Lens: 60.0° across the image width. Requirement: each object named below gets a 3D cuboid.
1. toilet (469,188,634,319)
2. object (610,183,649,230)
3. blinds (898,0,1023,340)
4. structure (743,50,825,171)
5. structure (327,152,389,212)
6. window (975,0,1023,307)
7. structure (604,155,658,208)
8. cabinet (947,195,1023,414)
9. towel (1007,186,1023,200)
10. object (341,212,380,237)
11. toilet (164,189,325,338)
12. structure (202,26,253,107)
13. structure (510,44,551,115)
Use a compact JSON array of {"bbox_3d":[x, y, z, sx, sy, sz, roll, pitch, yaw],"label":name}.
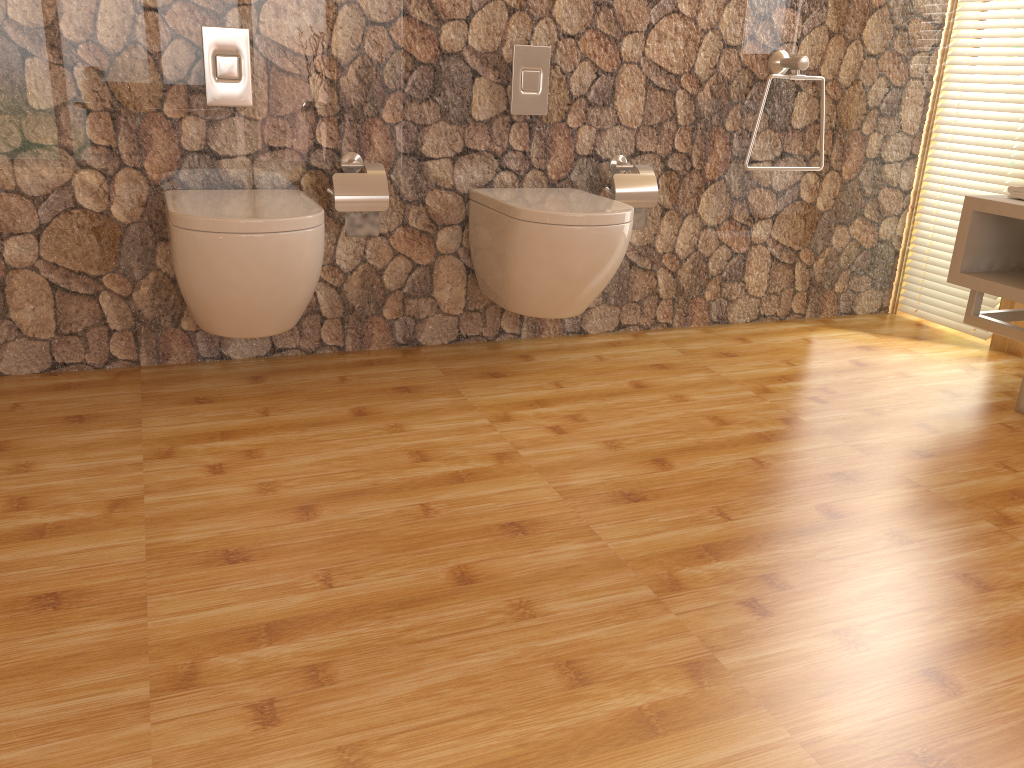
[{"bbox_3d":[0.125,-0.379,2.645,0.371,0.337,0.507,-5,21,-21],"label":"toilet"},{"bbox_3d":[0.377,-0.577,2.858,0.098,0.151,0.090,-5,21,-21],"label":"object"},{"bbox_3d":[1.699,-1.254,3.026,0.042,2.178,0.420,-5,21,-21],"label":"blinds"},{"bbox_3d":[0.921,-0.924,2.999,0.332,0.387,0.133,-5,21,-21],"label":"structure"},{"bbox_3d":[-0.448,-0.577,2.530,0.170,0.151,0.154,-5,21,-21],"label":"structure"},{"bbox_3d":[2.492,-0.674,1.541,0.010,2.164,3.964,-5,21,-21],"label":"window"},{"bbox_3d":[0.366,-0.652,2.851,0.170,0.151,0.154,-5,21,-21],"label":"structure"},{"bbox_3d":[1.779,-0.132,2.352,0.517,0.570,1.136,-5,21,-21],"label":"cabinet"},{"bbox_3d":[1.602,-0.565,2.616,0.225,0.048,0.140,-3,20,-16],"label":"towel"},{"bbox_3d":[-0.437,-0.502,2.536,0.098,0.151,0.090,-5,21,-21],"label":"object"},{"bbox_3d":[-0.692,-0.304,2.322,0.371,0.337,0.507,-5,21,-21],"label":"toilet"},{"bbox_3d":[-0.761,-0.848,2.374,0.120,0.200,0.010,-5,21,-21],"label":"structure"},{"bbox_3d":[0.056,-0.923,2.697,0.120,0.200,0.010,-5,21,-21],"label":"structure"}]
